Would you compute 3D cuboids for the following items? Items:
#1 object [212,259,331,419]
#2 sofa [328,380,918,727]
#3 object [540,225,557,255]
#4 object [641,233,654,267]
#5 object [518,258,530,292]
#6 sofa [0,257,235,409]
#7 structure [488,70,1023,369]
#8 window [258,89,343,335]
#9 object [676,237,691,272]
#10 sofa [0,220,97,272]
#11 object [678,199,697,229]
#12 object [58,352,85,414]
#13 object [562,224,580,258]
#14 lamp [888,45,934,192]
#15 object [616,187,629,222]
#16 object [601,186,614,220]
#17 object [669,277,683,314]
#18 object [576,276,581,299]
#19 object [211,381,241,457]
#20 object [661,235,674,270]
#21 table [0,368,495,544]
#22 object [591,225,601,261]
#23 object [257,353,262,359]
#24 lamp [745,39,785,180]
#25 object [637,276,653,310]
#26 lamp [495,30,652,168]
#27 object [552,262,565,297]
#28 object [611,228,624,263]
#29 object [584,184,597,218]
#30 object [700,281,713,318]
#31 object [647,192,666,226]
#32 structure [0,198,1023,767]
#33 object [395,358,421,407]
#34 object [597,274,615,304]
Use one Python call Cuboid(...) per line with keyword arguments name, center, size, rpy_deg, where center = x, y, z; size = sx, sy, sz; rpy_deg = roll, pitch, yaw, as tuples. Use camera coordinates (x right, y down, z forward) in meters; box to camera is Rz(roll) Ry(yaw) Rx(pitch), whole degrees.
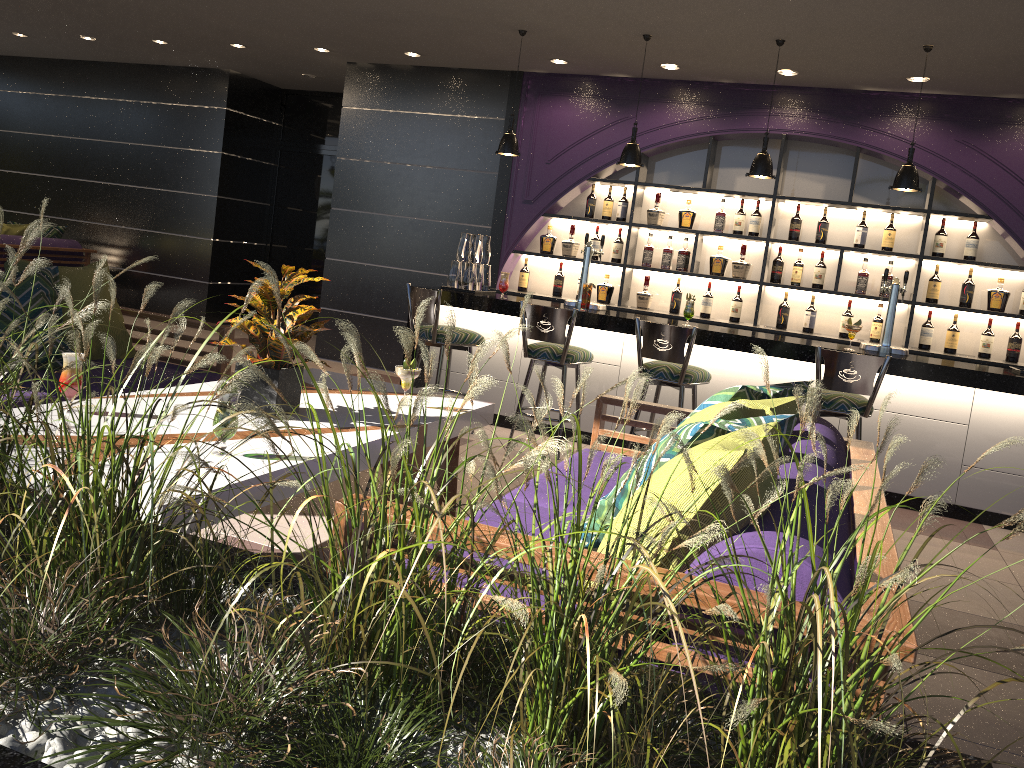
Cuboid(name="object", center=(-0.823, -0.159, 3.075), size=(0.427, 0.524, 0.430), rpy_deg=(11, 7, 32))
Cuboid(name="sofa", center=(0.473, 0.438, 2.620), size=(1.122, 0.914, 2.133), rpy_deg=(10, 8, 19))
Cuboid(name="object", center=(0.314, -1.242, 7.631), size=(0.151, 0.246, 0.094), rpy_deg=(8, 5, 9))
Cuboid(name="object", center=(1.135, -1.113, 7.355), size=(0.083, 0.280, 0.083), rpy_deg=(8, 5, 5))
Cuboid(name="object", center=(0.110, -0.955, 7.727), size=(0.086, 0.297, 0.087), rpy_deg=(5, 5, -21))
Cuboid(name="sofa", center=(-2.265, -0.065, 3.621), size=(1.122, 0.914, 2.133), rpy_deg=(10, 8, 19))
Cuboid(name="structure", center=(1.981, -0.934, 6.944), size=(4.643, 2.747, 0.531), rpy_deg=(10, 6, 20))
Cuboid(name="window", center=(-1.989, -1.905, 10.044), size=(1.832, 2.747, 0.109), rpy_deg=(10, 5, 20))
Cuboid(name="object", center=(1.412, -1.063, 7.264), size=(0.084, 0.280, 0.083), rpy_deg=(12, 7, 40))
Cuboid(name="sofa", center=(-5.418, -1.238, 8.823), size=(1.122, 0.914, 2.133), rpy_deg=(10, 8, 19))
Cuboid(name="object", center=(1.436, -1.386, 7.253), size=(0.151, 0.246, 0.094), rpy_deg=(8, 5, 8))
Cuboid(name="object", center=(-1.360, -0.004, 2.731), size=(0.069, 0.180, 0.069), rpy_deg=(8, 5, 3))
Cuboid(name="object", center=(0.506, -1.224, 7.572), size=(0.124, 0.278, 0.123), rpy_deg=(11, 6, 33))
Cuboid(name="lamp", center=(2.443, -1.599, 5.340), size=(0.162, 0.860, 0.164), rpy_deg=(5, 6, -28))
Cuboid(name="object", center=(0.930, -1.509, 7.415), size=(0.087, 0.313, 0.104), rpy_deg=(10, 6, 25))
Cuboid(name="object", center=(0.816, -1.526, 7.486), size=(0.086, 0.297, 0.087), rpy_deg=(5, 5, -21))
Cuboid(name="object", center=(1.350, -0.725, 7.255), size=(0.086, 0.296, 0.087), rpy_deg=(5, 5, -21))
Cuboid(name="object", center=(0.603, -0.873, 7.550), size=(0.087, 0.313, 0.104), rpy_deg=(10, 6, 25))
Cuboid(name="object", center=(-0.796, 0.093, 2.467), size=(0.069, 0.210, 0.069), rpy_deg=(8, 5, 3))
Cuboid(name="object", center=(1.294, -1.088, 7.328), size=(0.083, 0.280, 0.083), rpy_deg=(9, 5, 20))
Cuboid(name="table", center=(-0.901, 0.370, 3.122), size=(0.944, 0.550, 2.044), rpy_deg=(10, 8, 19))
Cuboid(name="object", center=(0.706, -1.192, 7.473), size=(0.086, 0.296, 0.087), rpy_deg=(5, 5, -21))
Cuboid(name="object", center=(-0.999, -0.089, 3.600), size=(0.084, 0.189, 0.067), rpy_deg=(2, 8, -45))
Cuboid(name="lamp", center=(1.646, -1.745, 5.632), size=(0.162, 0.860, 0.164), rpy_deg=(5, 6, -28))
Cuboid(name="object", center=(1.110, -0.761, 7.364), size=(0.124, 0.278, 0.123), rpy_deg=(9, 6, 20))
Cuboid(name="lamp", center=(0.437, -1.967, 6.074), size=(1.084, 0.860, 0.193), rpy_deg=(10, 6, 20))
Cuboid(name="object", center=(0.407, -0.902, 7.618), size=(0.086, 0.297, 0.087), rpy_deg=(5, 5, -21))
Cuboid(name="object", center=(0.891, -1.162, 7.428), size=(0.086, 0.297, 0.087), rpy_deg=(5, 5, -21))
Cuboid(name="object", center=(0.676, -1.552, 7.534), size=(0.086, 0.296, 0.087), rpy_deg=(5, 5, -21))
Cuboid(name="object", center=(1.583, -0.682, 7.165), size=(0.086, 0.296, 0.087), rpy_deg=(5, 5, -21))
Cuboid(name="object", center=(1.197, -1.443, 7.326), size=(0.124, 0.278, 0.123), rpy_deg=(11, 6, 33))
Cuboid(name="structure", center=(1.034, -0.839, 4.198), size=(24.794, 3.105, 7.843), rpy_deg=(10, 8, 20))
Cuboid(name="object", center=(-0.423, -0.010, 3.546), size=(0.105, 0.196, 0.106), rpy_deg=(2, 8, -42))
Cuboid(name="object", center=(0.789, -0.804, 7.477), size=(0.152, 0.246, 0.094), rpy_deg=(11, 6, 30))
